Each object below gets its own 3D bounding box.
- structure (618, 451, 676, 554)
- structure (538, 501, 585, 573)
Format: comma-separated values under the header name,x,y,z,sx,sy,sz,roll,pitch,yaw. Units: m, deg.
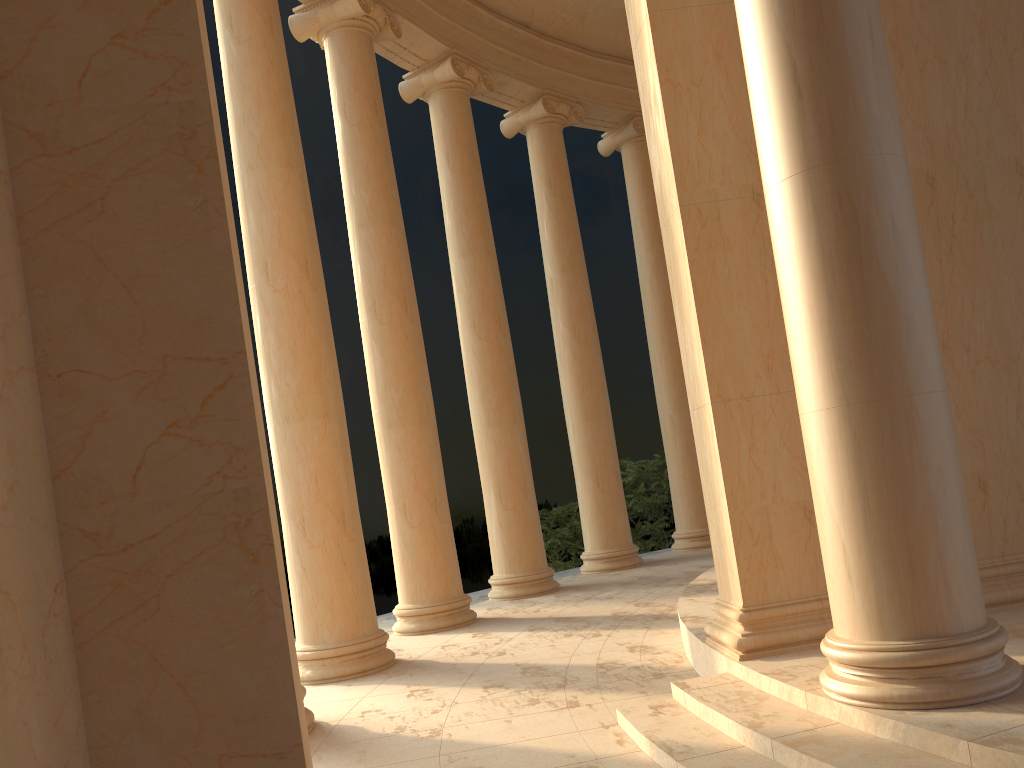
name,x,y,z,sx,sy,sz,roll,pitch,yaw
structure,265.208,269.266,1599.148,247.056,298.530,238.670,-9,-4,-2
structure,79.744,300.335,1513.936,149.511,187.723,155.981,-9,-4,8
